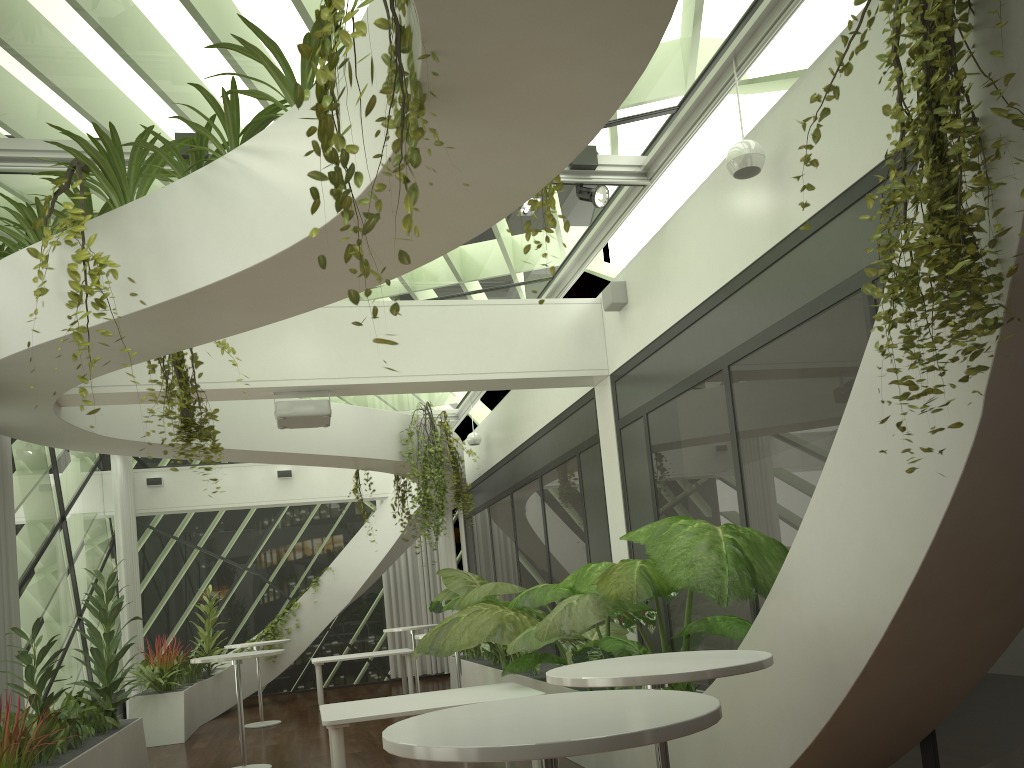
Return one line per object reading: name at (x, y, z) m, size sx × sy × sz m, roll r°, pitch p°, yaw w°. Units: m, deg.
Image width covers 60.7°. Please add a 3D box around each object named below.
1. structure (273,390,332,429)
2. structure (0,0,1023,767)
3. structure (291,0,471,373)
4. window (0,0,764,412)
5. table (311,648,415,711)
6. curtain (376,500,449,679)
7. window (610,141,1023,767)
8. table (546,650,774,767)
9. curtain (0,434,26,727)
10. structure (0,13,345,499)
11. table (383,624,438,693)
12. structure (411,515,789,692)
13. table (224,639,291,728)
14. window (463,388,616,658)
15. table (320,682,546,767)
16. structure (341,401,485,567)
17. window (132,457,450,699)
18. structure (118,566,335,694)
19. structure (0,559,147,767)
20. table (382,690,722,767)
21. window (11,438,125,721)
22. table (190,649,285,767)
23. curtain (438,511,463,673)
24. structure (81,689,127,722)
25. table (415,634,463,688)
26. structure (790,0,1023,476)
structure at (-1.742, 0.209, 7.290) m, size 0.461 × 0.272 × 0.397 m, roll -3°, pitch -11°, yaw -14°
structure at (-1.018, 0.696, 3.542) m, size 5.907 × 4.145 × 24.969 m, roll -4°, pitch -13°, yaw -9°
structure at (-1.032, -0.889, 1.356) m, size 1.249 × 1.827 × 3.224 m, roll -12°, pitch -13°, yaw 41°
window at (-2.296, -0.991, 8.310) m, size 5.674 × 0.054 × 17.146 m, roll -2°, pitch -14°, yaw -14°
table at (-2.252, 4.478, 13.305) m, size 1.497 × 0.707 × 1.094 m, roll -3°, pitch -11°, yaw -14°
curtain at (-1.840, 3.419, 16.463) m, size 1.227 × 4.030 × 0.162 m, roll -4°, pitch -5°, yaw -15°
window at (1.860, 0.609, 4.174) m, size 0.050 × 3.183 × 7.273 m, roll -4°, pitch -12°, yaw -14°
table at (0.608, 1.606, 3.317) m, size 0.854 × 1.080 × 0.875 m, roll -1°, pitch -9°, yaw -29°
curtain at (-4.365, 1.454, 7.305) m, size 0.159 × 4.029 × 1.063 m, roll -4°, pitch -5°, yaw -16°
structure at (-2.297, -0.086, 5.225) m, size 4.705 × 2.279 × 1.450 m, roll -15°, pitch -11°, yaw 39°
table at (-1.322, 3.936, 12.209) m, size 0.862 × 1.080 × 0.866 m, roll -9°, pitch -9°, yaw 21°
structure at (-0.132, 2.471, 8.277) m, size 1.778 × 1.684 × 9.128 m, roll -3°, pitch -13°, yaw -14°
table at (-3.363, 4.011, 11.708) m, size 0.862 × 1.080 × 0.866 m, roll -9°, pitch -9°, yaw 21°
window at (0.127, 2.532, 11.459) m, size 0.050 × 3.182 × 7.364 m, roll -4°, pitch -12°, yaw -14°
table at (-0.571, 2.614, 6.242) m, size 1.497 × 0.707 × 1.094 m, roll -3°, pitch -11°, yaw -14°
structure at (-1.283, 1.293, 11.054) m, size 1.459 × 2.041 × 1.641 m, roll -12°, pitch -10°, yaw 40°
window at (-3.970, 3.385, 16.198) m, size 5.724 × 4.577 × 0.039 m, roll -3°, pitch -5°, yaw -14°
structure at (-4.553, 3.608, 12.898) m, size 2.045 × 1.640 × 4.848 m, roll -8°, pitch -13°, yaw 17°
structure at (-3.277, 1.984, 6.255) m, size 0.852 × 1.570 × 3.411 m, roll -4°, pitch -12°, yaw -15°
table at (0.150, 1.382, 2.203) m, size 0.854 × 1.080 × 0.875 m, roll -1°, pitch -9°, yaw -29°
window at (-4.819, 1.355, 7.454) m, size 0.084 × 4.553 × 17.179 m, roll -4°, pitch -13°, yaw -14°
table at (-2.537, 3.096, 8.240) m, size 0.862 × 1.080 × 0.866 m, roll -9°, pitch -9°, yaw 21°
curtain at (-1.148, 3.195, 15.811) m, size 0.159 × 4.029 × 1.017 m, roll -4°, pitch -5°, yaw -16°
structure at (-4.630, 3.539, 8.009) m, size 0.258 × 0.494 × 15.521 m, roll -4°, pitch -13°, yaw -14°
table at (-0.497, 3.021, 8.741) m, size 0.862 × 1.080 × 0.866 m, roll -9°, pitch -9°, yaw 21°
structure at (1.231, -0.818, 2.399) m, size 0.615 × 2.085 × 1.083 m, roll -5°, pitch -6°, yaw -2°
